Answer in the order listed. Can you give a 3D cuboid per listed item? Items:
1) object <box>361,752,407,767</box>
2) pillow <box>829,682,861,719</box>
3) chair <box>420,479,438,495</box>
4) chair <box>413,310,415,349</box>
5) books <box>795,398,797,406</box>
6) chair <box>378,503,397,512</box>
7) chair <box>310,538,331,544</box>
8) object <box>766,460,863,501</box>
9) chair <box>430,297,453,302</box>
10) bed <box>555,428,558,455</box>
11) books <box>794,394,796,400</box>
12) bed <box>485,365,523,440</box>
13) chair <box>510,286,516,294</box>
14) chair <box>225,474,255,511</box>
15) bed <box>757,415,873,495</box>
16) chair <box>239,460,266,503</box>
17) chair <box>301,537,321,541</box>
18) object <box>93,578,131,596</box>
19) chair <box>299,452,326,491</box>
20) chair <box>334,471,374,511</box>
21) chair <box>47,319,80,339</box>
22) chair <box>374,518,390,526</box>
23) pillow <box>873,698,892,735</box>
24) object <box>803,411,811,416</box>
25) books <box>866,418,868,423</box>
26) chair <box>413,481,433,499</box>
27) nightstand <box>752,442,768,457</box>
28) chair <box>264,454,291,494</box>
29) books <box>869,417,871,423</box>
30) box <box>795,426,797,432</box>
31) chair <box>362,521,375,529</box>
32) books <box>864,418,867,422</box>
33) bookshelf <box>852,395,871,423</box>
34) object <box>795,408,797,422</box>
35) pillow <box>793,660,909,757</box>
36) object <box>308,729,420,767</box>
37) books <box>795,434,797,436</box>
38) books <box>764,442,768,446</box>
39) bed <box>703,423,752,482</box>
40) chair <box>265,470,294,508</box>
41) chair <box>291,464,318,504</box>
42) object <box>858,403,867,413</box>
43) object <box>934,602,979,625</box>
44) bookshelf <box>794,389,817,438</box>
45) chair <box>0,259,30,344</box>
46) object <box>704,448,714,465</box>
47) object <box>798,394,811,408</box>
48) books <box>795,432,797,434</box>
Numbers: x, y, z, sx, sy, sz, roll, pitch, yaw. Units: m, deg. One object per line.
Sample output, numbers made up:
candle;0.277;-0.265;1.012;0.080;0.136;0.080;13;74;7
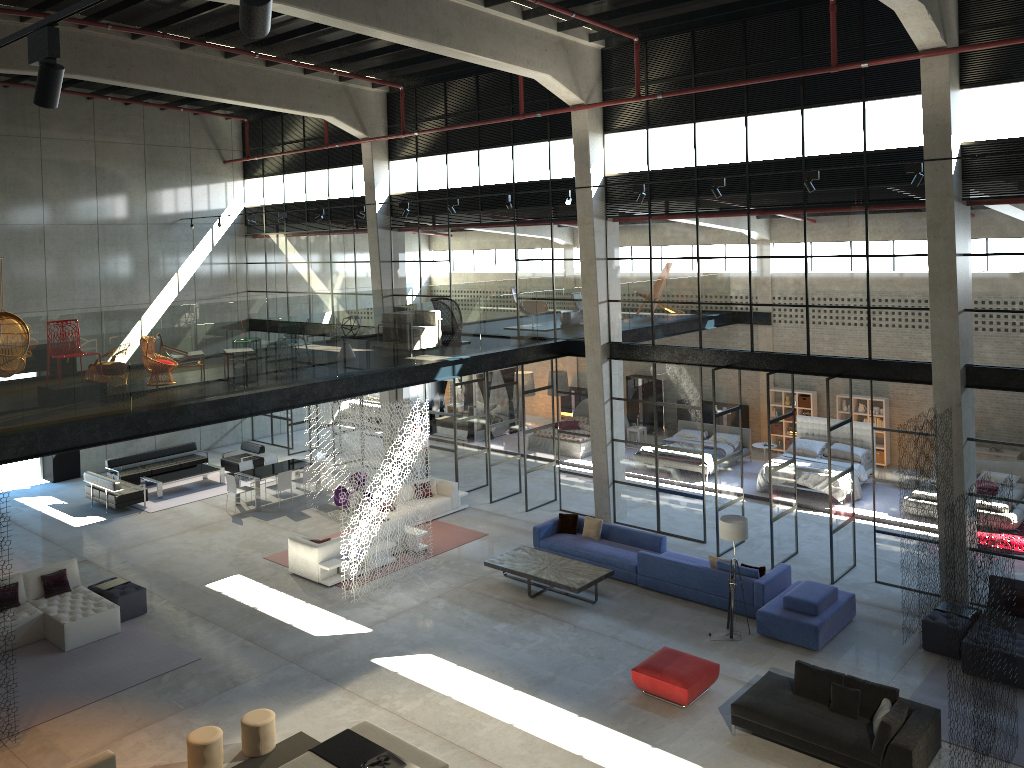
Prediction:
object;-1.375;4.100;9.405;0.387;0.036;0.389;7;13;44
pillow;3.888;3.693;10.245;0.343;0.306;0.188;3;5;39
chair;-1.871;2.343;19.760;0.381;0.336;0.255;-3;4;-15
chair;-2.019;-1.037;17.706;0.806;0.829;0.990;3;7;41
books;7.758;0.429;23.834;0.087;0.319;0.254;0;4;41
chair;-2.663;2.613;18.703;0.415;0.107;0.411;-2;9;-3
chair;-3.499;2.981;16.166;0.402;0.334;0.284;-2;4;-3
object;6.789;2.123;20.042;2.287;0.655;0.656;7;9;44
chair;-1.450;-1.417;19.475;0.687;0.983;0.834;-1;4;12
bed;1.893;1.156;25.194;2.035;1.274;2.359;4;9;41
books;7.733;0.427;23.856;0.087;0.319;0.254;0;4;41
bed;-1.179;0.483;27.459;2.252;2.070;2.330;3;7;41
chair;0.507;-2.017;22.698;0.978;1.024;0.796;-4;4;-20
chair;-6.295;2.483;20.329;0.420;0.867;0.548;0;4;41
bed;7.088;1.717;20.403;2.223;1.411;2.335;4;9;40
chair;-6.282;2.340;21.212;0.546;0.867;0.422;1;4;41
chair;-3.688;2.964;16.362;0.390;0.270;0.321;0;6;16
object;-6.741;3.415;14.796;0.301;0.099;0.523;4;11;36
chair;-4.947;2.195;21.866;0.420;0.867;0.548;0;4;41
chair;-3.670;2.462;20.347;0.657;0.745;0.802;2;7;41
chair;-6.829;-0.487;13.605;0.661;0.977;0.650;1;5;41
chair;-2.590;2.792;17.127;0.269;0.321;0.399;2;7;43
pillow;4.162;3.743;9.854;0.208;0.314;0.344;0;6;20
object;7.977;0.814;23.646;0.260;0.133;0.059;5;6;41
books;9.148;1.021;22.543;0.052;0.276;0.187;-1;3;41
chair;-1.987;2.375;19.591;0.411;0.334;0.258;-3;4;-16
nightstand;6.281;1.868;21.785;0.601;0.697;0.607;-1;5;13
chair;-5.821;2.241;21.738;0.546;0.867;0.422;1;4;41
books;9.250;0.997;22.508;0.069;0.334;0.254;-1;4;41
box;7.688;1.222;23.954;0.214;0.108;0.132;5;9;41
chair;-2.816;2.831;16.924;0.269;0.316;0.396;1;6;28
books;9.085;1.016;22.587;0.089;0.275;0.187;0;4;41
bookshelf;9.080;1.201;22.685;1.241;1.751;0.331;2;3;41
object;7.651;0.836;23.902;0.324;0.296;0.326;3;7;41
pillow;4.017;3.683;10.179;0.744;0.416;1.596;-4;9;-19
object;-1.566;4.150;9.566;1.477;0.086;0.540;6;12;41
books;7.679;1.363;23.940;0.310;0.055;0.232;6;12;41
books;6.372;1.495;21.789;0.229;0.042;0.304;1;9;15
bed;4.696;1.677;22.723;2.262;0.865;2.415;5;11;41
chair;-5.421;2.437;20.457;0.546;0.867;0.422;1;4;41
chair;-4.960;2.338;20.983;0.546;0.867;0.422;1;4;41
object;9.034;0.618;22.633;0.166;0.250;0.167;-2;3;-4
object;6.483;3.341;12.811;0.302;0.099;0.520;-10;12;-43
bookshelf;7.660;1.046;23.921;1.241;1.751;0.331;2;3;41
chair;-7.526;-0.977;12.967;0.637;1.771;0.601;-1;2;16
object;4.304;1.754;22.260;2.116;0.245;0.724;6;11;41
object;7.938;0.468;23.633;0.324;0.296;0.326;3;7;41
books;7.678;1.307;23.939;0.283;0.055;0.232;6;12;41
